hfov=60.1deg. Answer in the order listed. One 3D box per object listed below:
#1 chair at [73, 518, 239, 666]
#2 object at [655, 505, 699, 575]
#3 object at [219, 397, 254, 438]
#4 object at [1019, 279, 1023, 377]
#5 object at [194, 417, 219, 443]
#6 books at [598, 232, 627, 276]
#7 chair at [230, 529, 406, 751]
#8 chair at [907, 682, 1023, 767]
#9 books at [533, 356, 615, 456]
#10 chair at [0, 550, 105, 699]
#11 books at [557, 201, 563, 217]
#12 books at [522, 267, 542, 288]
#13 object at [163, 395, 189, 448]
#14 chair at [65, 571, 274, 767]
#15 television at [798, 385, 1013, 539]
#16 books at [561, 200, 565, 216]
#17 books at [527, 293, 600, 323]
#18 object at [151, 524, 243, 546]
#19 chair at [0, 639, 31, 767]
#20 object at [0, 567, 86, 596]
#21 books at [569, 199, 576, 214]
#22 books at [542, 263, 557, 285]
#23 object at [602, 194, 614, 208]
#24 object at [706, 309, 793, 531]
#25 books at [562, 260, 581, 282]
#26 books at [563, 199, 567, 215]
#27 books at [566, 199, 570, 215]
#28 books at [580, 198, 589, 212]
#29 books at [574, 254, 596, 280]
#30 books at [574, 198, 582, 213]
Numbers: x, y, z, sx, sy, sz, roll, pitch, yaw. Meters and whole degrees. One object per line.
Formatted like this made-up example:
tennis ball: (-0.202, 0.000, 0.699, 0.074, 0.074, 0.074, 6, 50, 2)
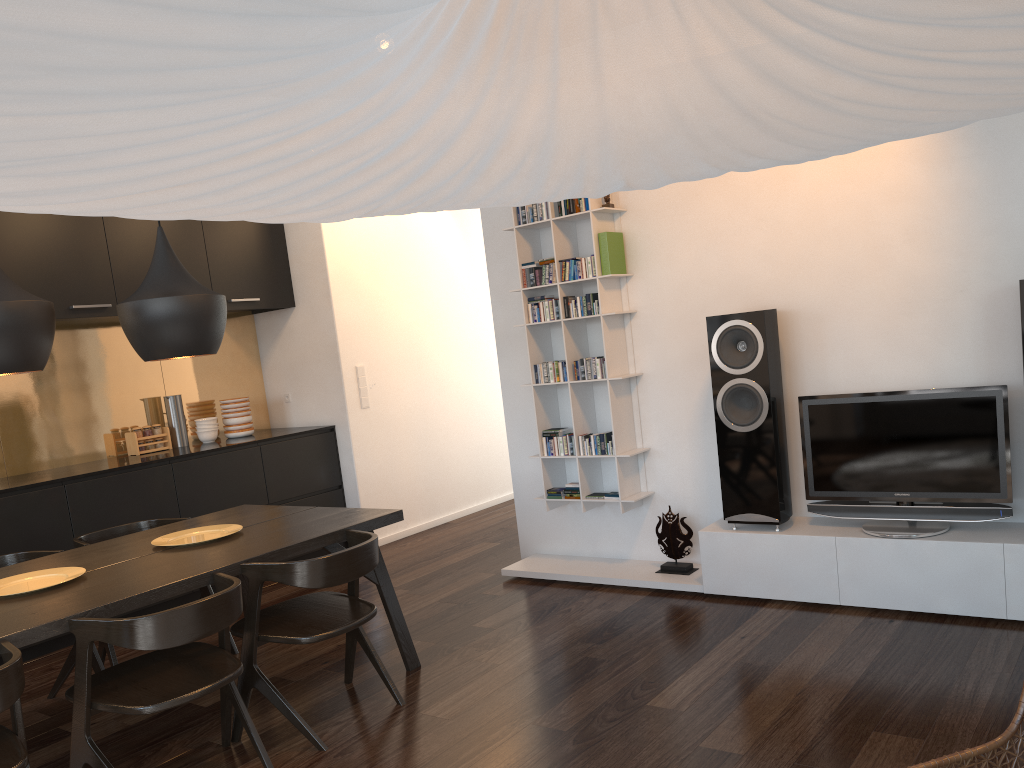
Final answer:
chair: (-1.687, 1.003, 4.090, 0.520, 0.676, 0.588, -3, 7, 37)
object: (0.829, 0.789, 4.528, 0.213, 0.353, 0.120, -2, 8, 37)
object: (-1.893, 0.232, 6.091, 0.198, 0.266, 0.196, -6, 6, 12)
object: (2.129, 0.089, 3.362, 0.295, 1.011, 0.278, -2, 8, 37)
object: (-2.042, 0.310, 5.930, 0.157, 0.161, 0.153, -9, 6, -24)
books: (0.512, -0.661, 4.507, 0.049, 0.215, 0.164, -1, 7, 37)
chair: (-0.730, 0.929, 3.307, 0.520, 0.676, 0.588, -3, 6, 35)
chair: (0.960, 0.795, 1.383, 0.683, 0.715, 0.716, -9, 5, -20)
books: (0.357, 0.122, 4.728, 0.470, 0.515, 0.121, -3, 8, 37)
chair: (-2.049, 1.069, 3.611, 0.520, 0.676, 0.588, -3, 6, 35)
books: (0.262, -0.912, 4.542, 0.023, 0.108, 0.068, -1, 8, 37)
books: (0.123, -0.571, 4.743, 0.101, 0.105, 0.095, -3, 6, 37)
object: (-2.196, 0.243, 5.822, 0.114, 0.342, 0.163, -1, 8, 40)
chair: (-1.093, 0.996, 2.825, 0.520, 0.676, 0.588, -2, 7, 38)
television: (1.663, 0.326, 3.772, 0.343, 0.605, 0.788, -11, 6, -34)
books: (0.280, -0.906, 4.535, 0.014, 0.093, 0.069, -1, 8, 37)
books: (0.300, -0.401, 4.666, 0.468, 0.114, 0.121, -4, 5, 37)
object: (-1.279, 0.621, 3.602, 0.356, 0.017, 0.353, -4, 4, 41)
chair: (-1.494, 1.070, 2.284, 0.520, 0.676, 0.588, -3, 7, 36)
object: (-1.676, 0.693, 3.076, 0.356, 0.017, 0.353, -6, 3, 18)
books: (0.322, -0.922, 4.500, 0.029, 0.116, 0.073, -1, 8, 37)
books: (0.220, -0.581, 4.669, 0.114, 0.108, 0.095, -3, 6, 37)
object: (0.481, -0.949, 4.464, 0.045, 0.141, 0.064, -3, 7, 28)
object: (1.131, 0.169, 4.120, 0.295, 1.011, 0.278, -2, 8, 37)
books: (0.310, -0.588, 4.596, 0.088, 0.108, 0.095, -3, 7, 37)
books: (0.290, -0.907, 4.526, 0.014, 0.093, 0.069, -1, 8, 37)
books: (0.303, -0.908, 4.515, 0.020, 0.094, 0.069, -1, 8, 37)
books: (0.318, -1.032, 4.514, 0.229, 0.336, 0.106, -2, 8, 38)
books: (0.403, -0.599, 4.537, 0.137, 0.113, 0.121, -3, 6, 37)
books: (0.342, -0.919, 4.488, 0.016, 0.108, 0.068, -1, 8, 37)
